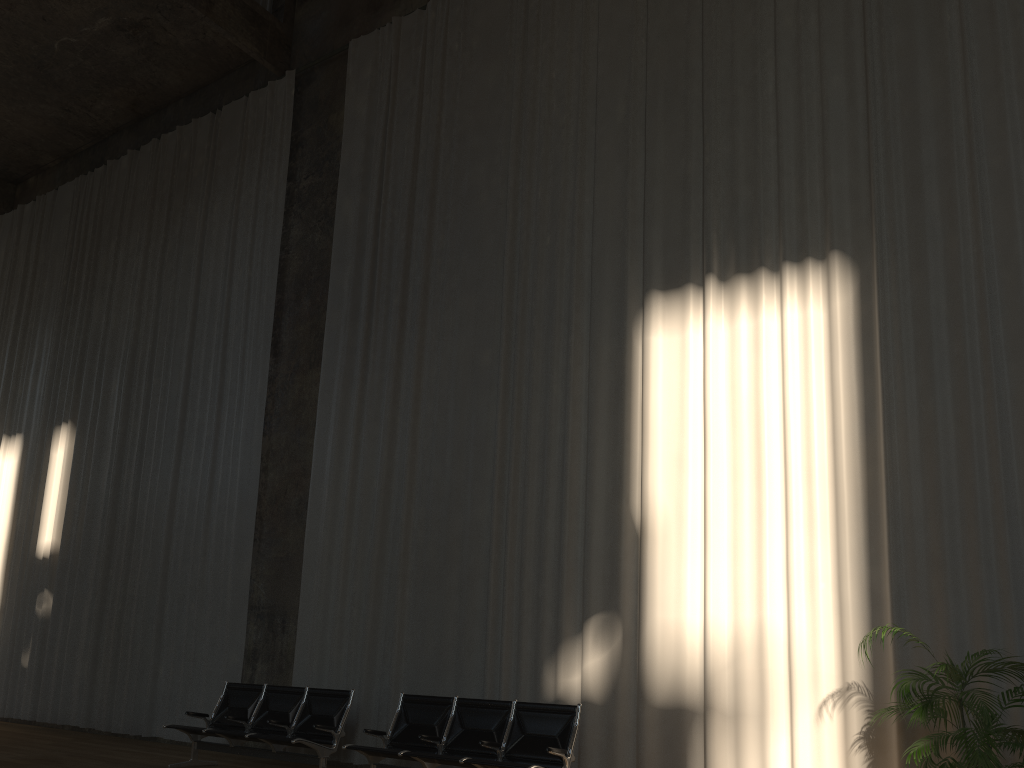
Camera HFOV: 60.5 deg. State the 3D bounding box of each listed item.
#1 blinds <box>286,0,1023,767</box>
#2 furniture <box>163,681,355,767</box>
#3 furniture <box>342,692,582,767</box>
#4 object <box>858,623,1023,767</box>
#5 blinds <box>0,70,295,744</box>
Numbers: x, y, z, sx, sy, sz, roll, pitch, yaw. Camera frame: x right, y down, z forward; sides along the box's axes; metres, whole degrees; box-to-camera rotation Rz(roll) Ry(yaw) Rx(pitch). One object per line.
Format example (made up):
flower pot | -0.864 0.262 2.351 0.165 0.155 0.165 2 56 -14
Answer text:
blinds | 0.950 -0.710 8.078 7.883 8.412 0.280 -8 -15 35
furniture | -2.408 3.240 8.233 1.883 0.819 0.724 -9 -18 33
furniture | -0.428 2.892 6.905 1.883 0.819 0.724 -9 -18 33
object | 2.707 2.190 5.290 1.132 1.416 1.120 -4 -15 25
blinds | -6.215 0.548 12.884 7.883 8.412 0.280 -8 -15 35
